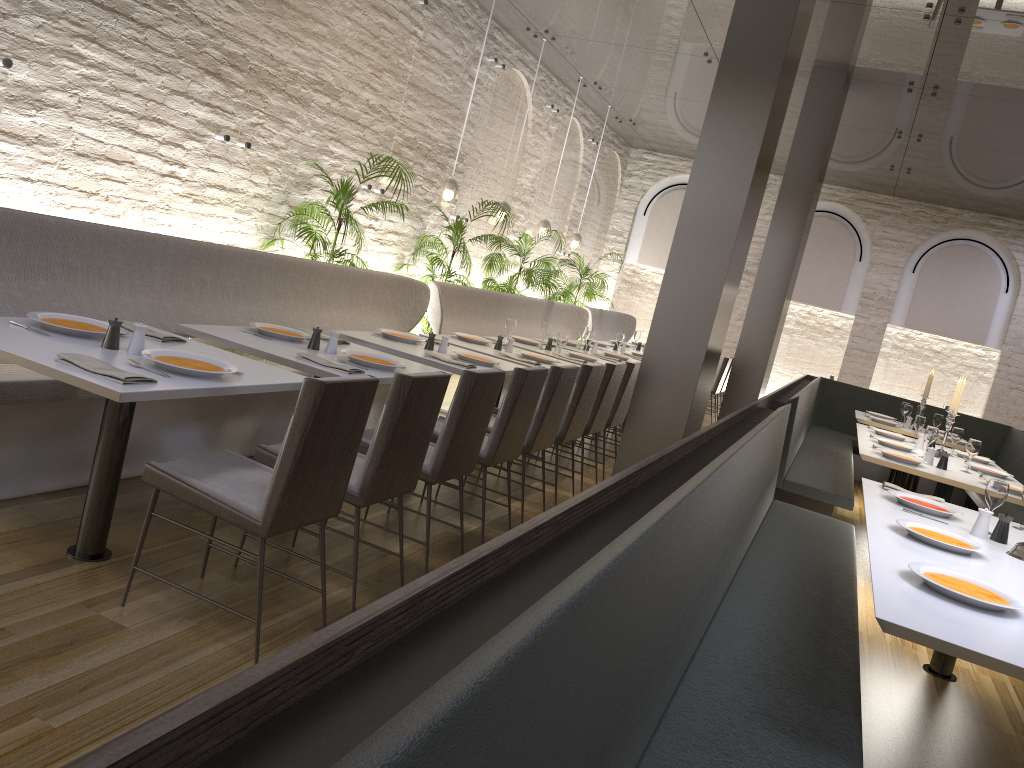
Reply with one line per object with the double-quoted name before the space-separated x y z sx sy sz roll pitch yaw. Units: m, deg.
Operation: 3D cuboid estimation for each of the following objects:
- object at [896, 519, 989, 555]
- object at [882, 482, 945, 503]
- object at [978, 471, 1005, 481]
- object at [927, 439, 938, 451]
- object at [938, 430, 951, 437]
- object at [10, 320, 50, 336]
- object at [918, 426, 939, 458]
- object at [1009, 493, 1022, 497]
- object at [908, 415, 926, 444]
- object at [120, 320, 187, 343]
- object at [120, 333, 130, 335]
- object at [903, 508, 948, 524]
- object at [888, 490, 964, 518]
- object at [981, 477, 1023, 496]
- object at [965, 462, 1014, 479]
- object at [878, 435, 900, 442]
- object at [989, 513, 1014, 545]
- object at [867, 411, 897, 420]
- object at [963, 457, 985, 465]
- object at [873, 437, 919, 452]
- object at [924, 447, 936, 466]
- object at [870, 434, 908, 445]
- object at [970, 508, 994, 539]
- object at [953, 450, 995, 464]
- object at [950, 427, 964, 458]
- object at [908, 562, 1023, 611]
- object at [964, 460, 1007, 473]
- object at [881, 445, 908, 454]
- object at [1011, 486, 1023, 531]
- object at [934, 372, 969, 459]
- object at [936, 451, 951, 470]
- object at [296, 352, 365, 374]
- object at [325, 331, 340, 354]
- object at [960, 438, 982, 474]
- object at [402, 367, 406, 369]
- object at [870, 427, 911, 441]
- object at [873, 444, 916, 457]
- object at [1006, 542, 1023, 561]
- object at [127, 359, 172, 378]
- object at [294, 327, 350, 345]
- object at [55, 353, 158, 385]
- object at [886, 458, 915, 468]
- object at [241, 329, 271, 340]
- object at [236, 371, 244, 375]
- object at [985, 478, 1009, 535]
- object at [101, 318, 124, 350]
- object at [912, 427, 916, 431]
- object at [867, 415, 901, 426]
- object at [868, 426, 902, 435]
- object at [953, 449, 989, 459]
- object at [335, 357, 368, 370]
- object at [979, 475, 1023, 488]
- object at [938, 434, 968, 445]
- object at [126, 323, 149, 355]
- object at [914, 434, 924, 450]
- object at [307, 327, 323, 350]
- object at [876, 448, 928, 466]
"object" 1.582 0.574 3.272 0.321 0.036 0.323 13 7 -4
"object" 1.946 0.529 4.303 0.274 0.033 0.143 17 8 20
"object" 3.324 0.637 6.139 0.182 0.015 0.038 17 8 22
"object" 3.278 0.472 6.917 0.069 0.126 0.069 15 6 14
"object" 4.497 0.518 9.205 0.320 0.036 0.324 11 8 -22
"object" -1.664 -0.193 3.062 0.186 0.010 0.017 17 7 20
"object" 2.957 0.416 6.289 0.086 0.230 0.086 16 6 20
"object" 3.031 0.666 5.369 0.182 0.015 0.038 17 8 22
"object" 3.348 0.378 7.317 0.086 0.230 0.086 17 6 32
"object" -1.456 -0.208 3.545 0.274 0.033 0.143 17 8 20
"object" -1.534 -0.208 3.399 0.182 0.015 0.038 17 8 22
"object" 1.761 0.563 3.772 0.186 0.010 0.017 17 7 20
"object" 1.852 0.547 3.983 0.323 0.036 0.321 20 9 39
"object" 3.104 0.653 5.547 0.321 0.036 0.323 13 7 -4
"object" 3.399 0.624 6.320 0.323 0.036 0.321 20 9 39
"object" 3.044 0.439 7.142 0.186 0.010 0.017 17 7 20
"object" 2.005 0.589 3.623 0.069 0.126 0.069 15 6 14
"object" 3.925 0.347 9.426 0.322 0.036 0.322 16 8 15
"object" 3.630 0.608 6.942 0.182 0.015 0.038 17 8 22
"object" 2.826 0.453 6.541 0.323 0.036 0.321 20 9 39
"object" 2.802 0.482 5.938 0.069 0.126 0.068 19 8 43
"object" 2.922 0.441 6.869 0.274 0.033 0.143 17 8 20
"object" 1.926 0.569 3.627 0.069 0.126 0.069 15 6 14
"object" 3.702 0.595 7.115 0.322 0.036 0.322 16 8 15
"object" 3.477 0.457 6.960 0.086 0.230 0.086 17 6 32
"object" 1.318 0.599 2.579 0.321 0.036 0.323 13 7 -4
"object" 3.543 0.626 6.632 0.274 0.033 0.143 17 8 20
"object" 2.738 0.468 6.338 0.186 0.010 0.017 17 7 20
"object" 2.385 0.563 4.091 0.086 0.230 0.086 17 6 32
"object" 3.264 0.233 6.577 0.132 0.654 0.389 17 6 30
"object" 2.858 0.506 5.864 0.068 0.126 0.069 10 7 -38
"object" -0.793 -0.088 3.878 0.274 0.033 0.143 17 8 20
"object" -0.861 -0.204 4.268 0.059 0.109 0.059 15 6 12
"object" 3.122 0.492 6.028 0.086 0.230 0.087 11 6 -28
"object" -0.605 -0.104 4.381 0.186 0.010 0.017 17 7 20
"object" 3.129 0.424 7.336 0.322 0.036 0.322 16 8 15
"object" 2.629 0.469 6.100 0.274 0.033 0.143 17 8 20
"object" 2.038 0.352 3.357 0.132 0.654 0.389 17 6 30
"object" -1.179 -0.051 2.875 0.182 0.015 0.038 17 8 22
"object" -1.011 -0.251 4.714 0.274 0.033 0.143 17 8 20
"object" -1.238 -0.044 2.709 0.274 0.033 0.143 17 8 20
"object" 2.445 0.497 5.569 0.186 0.010 0.017 17 7 20
"object" -1.218 -0.236 4.231 0.186 0.010 0.017 17 7 20
"object" -1.050 -0.061 3.212 0.186 0.010 0.017 17 7 20
"object" 2.042 0.520 3.766 0.086 0.230 0.086 17 6 32
"object" -1.386 -0.178 3.080 0.059 0.109 0.059 15 6 12
"object" 4.047 0.409 8.848 0.068 0.126 0.069 11 6 -28
"object" 3.659 0.372 8.729 0.321 0.036 0.323 13 7 -4
"object" 3.228 0.411 7.673 0.274 0.033 0.143 17 8 20
"object" 3.849 0.597 7.435 0.274 0.033 0.143 17 8 20
"object" -0.733 -0.094 4.044 0.182 0.015 0.038 17 8 22
"object" 3.250 0.655 5.862 0.274 0.033 0.143 17 8 20
"object" 4.232 0.543 8.508 0.321 0.036 0.323 13 7 -4
"object" -1.306 -0.160 3.099 0.059 0.109 0.059 15 6 12
"object" 3.205 0.450 6.948 0.069 0.126 0.069 15 6 14
"object" -0.941 -0.221 4.249 0.059 0.109 0.059 15 6 12
"object" 2.532 0.482 5.768 0.322 0.036 0.322 16 8 18
